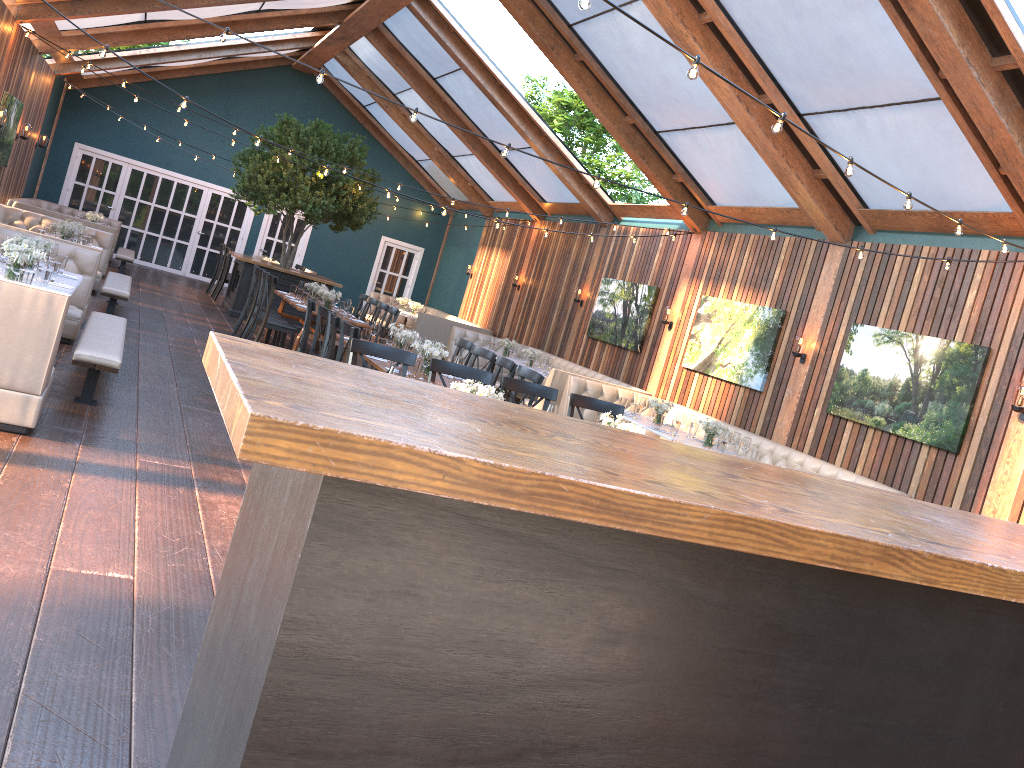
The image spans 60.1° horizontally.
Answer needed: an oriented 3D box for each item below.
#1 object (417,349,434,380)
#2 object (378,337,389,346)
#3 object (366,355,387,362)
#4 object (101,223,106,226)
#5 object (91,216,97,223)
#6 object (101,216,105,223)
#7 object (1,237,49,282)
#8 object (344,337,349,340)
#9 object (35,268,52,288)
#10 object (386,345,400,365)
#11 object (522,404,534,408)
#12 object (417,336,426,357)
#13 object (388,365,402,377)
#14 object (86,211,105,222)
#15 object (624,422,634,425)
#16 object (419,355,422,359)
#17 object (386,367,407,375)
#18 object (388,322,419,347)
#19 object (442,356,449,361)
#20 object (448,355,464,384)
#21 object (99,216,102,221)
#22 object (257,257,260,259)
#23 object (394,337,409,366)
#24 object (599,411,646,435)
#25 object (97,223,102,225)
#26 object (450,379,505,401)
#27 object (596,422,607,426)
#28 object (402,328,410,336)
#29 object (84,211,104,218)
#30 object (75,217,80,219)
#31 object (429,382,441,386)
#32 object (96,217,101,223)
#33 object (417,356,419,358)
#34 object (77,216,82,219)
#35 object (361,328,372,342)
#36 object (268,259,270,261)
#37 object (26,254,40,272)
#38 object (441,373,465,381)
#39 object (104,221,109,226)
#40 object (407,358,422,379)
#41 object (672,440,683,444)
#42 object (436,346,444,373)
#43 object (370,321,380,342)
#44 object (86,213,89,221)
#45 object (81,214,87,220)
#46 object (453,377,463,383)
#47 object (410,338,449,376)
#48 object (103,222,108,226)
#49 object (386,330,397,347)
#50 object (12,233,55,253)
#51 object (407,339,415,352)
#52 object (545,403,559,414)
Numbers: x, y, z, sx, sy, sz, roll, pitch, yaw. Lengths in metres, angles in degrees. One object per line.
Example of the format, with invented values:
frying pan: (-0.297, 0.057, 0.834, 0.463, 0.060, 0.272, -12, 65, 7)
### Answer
object: (-0.706, -0.157, 7.212, 0.093, 0.244, 0.092, 17, 2, 18)
object: (-1.198, -0.340, 8.129, 0.092, 0.158, 0.092, 16, 2, 2)
object: (-1.154, -0.222, 7.762, 0.253, 0.019, 0.159, 14, 6, -24)
object: (-7.418, -2.831, 16.033, 0.091, 0.158, 0.093, 14, 3, -38)
object: (-7.427, -2.846, 15.692, 0.093, 0.244, 0.092, 17, 2, 23)
object: (-8.041, -3.178, 17.330, 0.093, 0.244, 0.092, 17, 2, 18)
object: (-3.584, -0.897, 6.430, 0.339, 0.309, 0.326, 19, 4, 40)
object: (-1.560, -0.437, 8.798, 0.253, 0.019, 0.159, 14, 6, -24)
object: (-3.364, -0.746, 6.341, 0.091, 0.158, 0.093, 14, 3, -38)
object: (-1.031, -0.247, 7.635, 0.092, 0.158, 0.092, 16, 2, 2)
object: (0.062, 0.246, 5.287, 0.093, 0.244, 0.092, 17, 2, 18)
object: (-0.892, -0.331, 8.491, 0.093, 0.244, 0.092, 17, 2, 18)
object: (-0.727, 0.012, 5.328, 0.093, 0.244, 0.092, 17, 2, 18)
object: (-7.685, -3.005, 16.224, 0.338, 0.309, 0.328, 17, 4, 18)
object: (0.763, 0.382, 6.018, 0.093, 0.244, 0.092, 17, 2, 18)
object: (-0.857, -0.286, 8.603, 0.092, 0.158, 0.092, 16, 2, 2)
object: (-0.902, -0.100, 7.236, 0.253, 0.019, 0.159, 14, 6, -24)
object: (-1.066, -0.424, 8.585, 0.330, 0.309, 0.336, 17, 3, 10)
object: (-0.646, -0.181, 8.137, 0.092, 0.158, 0.092, 16, 2, 2)
object: (-0.474, -0.114, 7.473, 0.093, 0.244, 0.092, 17, 2, 18)
object: (-7.752, -3.025, 16.600, 0.093, 0.244, 0.092, 17, 2, 23)
object: (-5.023, -2.366, 17.409, 0.093, 0.244, 0.092, 17, 2, 23)
object: (-0.966, -0.281, 7.729, 0.093, 0.244, 0.092, 17, 2, 18)
object: (0.705, 0.355, 5.765, 0.332, 0.309, 0.334, 18, 4, 31)
object: (-7.314, -2.763, 15.634, 0.091, 0.158, 0.093, 14, 3, -38)
object: (-0.229, 0.121, 5.356, 0.337, 0.309, 0.329, 17, 3, 8)
object: (0.526, 0.361, 5.500, 0.093, 0.244, 0.092, 17, 2, 18)
object: (-1.099, -0.442, 9.038, 0.093, 0.244, 0.092, 17, 2, 23)
object: (-8.016, -3.171, 16.979, 0.332, 0.309, 0.334, 18, 4, 31)
object: (-7.669, -2.861, 15.570, 0.091, 0.158, 0.093, 14, 3, -38)
object: (-0.470, 0.113, 5.044, 0.093, 0.244, 0.092, 17, 2, 18)
object: (-7.466, -2.880, 15.934, 0.093, 0.244, 0.092, 17, 2, 23)
object: (-0.969, -0.286, 9.033, 0.253, 0.019, 0.159, 14, 6, -24)
object: (-7.973, -3.017, 16.297, 0.091, 0.158, 0.093, 14, 3, -38)
object: (-1.433, -0.460, 8.662, 0.092, 0.158, 0.091, 17, 3, 22)
object: (-5.194, -2.540, 18.744, 0.093, 0.244, 0.092, 17, 2, 18)
object: (-3.404, -0.794, 6.245, 0.093, 0.244, 0.092, 17, 2, 18)
object: (-0.543, -0.066, 8.006, 0.253, 0.019, 0.159, 14, 6, -24)
object: (-8.015, -3.136, 17.438, 0.091, 0.158, 0.093, 14, 3, -38)
object: (-0.792, -0.128, 7.112, 0.092, 0.158, 0.092, 16, 2, 2)
object: (1.040, 0.488, 5.744, 0.093, 0.244, 0.092, 17, 2, 18)
object: (-0.680, -0.226, 8.028, 0.093, 0.244, 0.092, 17, 2, 18)
object: (-1.375, -0.498, 8.772, 0.093, 0.244, 0.092, 17, 2, 23)
object: (-7.885, -3.045, 16.395, 0.093, 0.244, 0.092, 17, 2, 23)
object: (-7.599, -2.896, 15.690, 0.093, 0.244, 0.092, 17, 2, 23)
object: (-0.454, -0.073, 7.578, 0.092, 0.158, 0.092, 16, 2, 2)
object: (-0.708, -0.229, 7.604, 0.339, 0.309, 0.327, 18, 4, 32)
object: (-7.708, -2.980, 16.724, 0.091, 0.158, 0.093, 14, 3, -38)
object: (-1.134, -0.374, 8.223, 0.093, 0.244, 0.092, 17, 2, 18)
object: (-3.966, -1.089, 7.292, 0.329, 0.309, 0.337, 16, 3, -2)
object: (-1.054, -0.395, 9.157, 0.092, 0.158, 0.091, 17, 2, 12)
object: (0.239, 0.251, 5.786, 0.093, 0.244, 0.092, 17, 2, 18)
